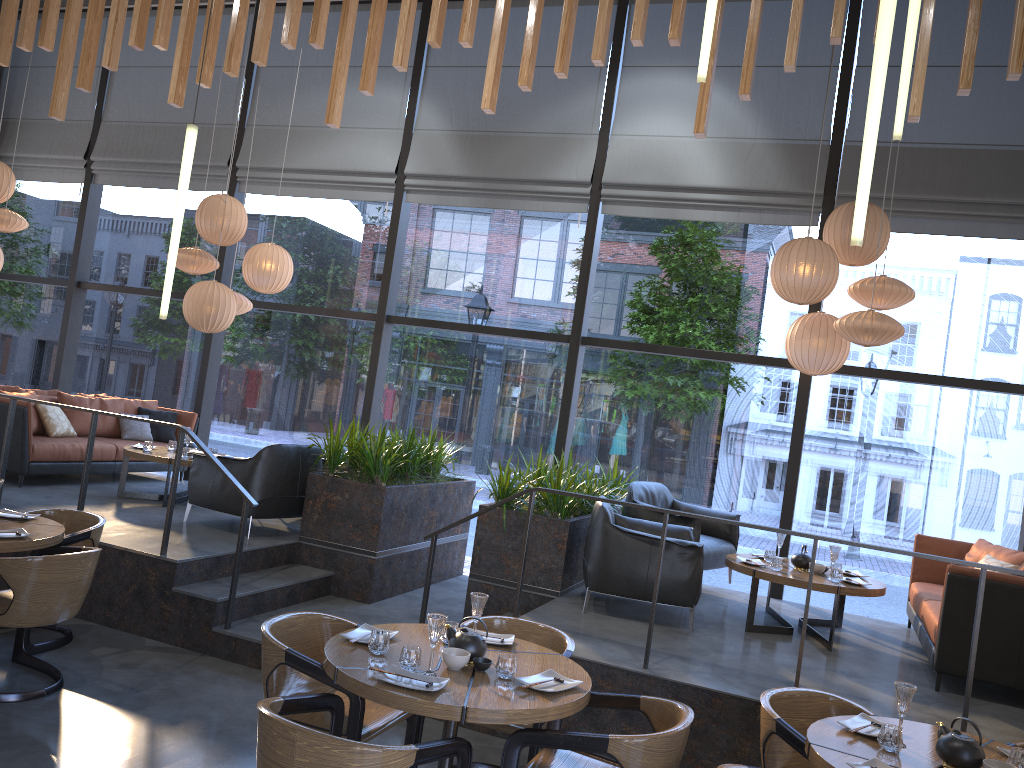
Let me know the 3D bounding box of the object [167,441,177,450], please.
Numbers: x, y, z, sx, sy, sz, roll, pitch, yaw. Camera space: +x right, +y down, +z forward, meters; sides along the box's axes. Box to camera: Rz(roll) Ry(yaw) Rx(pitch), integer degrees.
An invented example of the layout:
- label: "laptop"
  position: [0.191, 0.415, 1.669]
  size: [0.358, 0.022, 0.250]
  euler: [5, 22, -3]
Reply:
- label: "object"
  position: [-3.214, 0.583, 8.391]
  size: [0.086, 0.086, 0.086]
  euler: [9, -2, -32]

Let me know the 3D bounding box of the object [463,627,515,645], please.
- label: "object"
  position: [-0.139, 1.145, 4.015]
  size: [0.294, 0.025, 0.170]
  euler: [8, -2, 5]

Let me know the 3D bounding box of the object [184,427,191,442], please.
- label: "object"
  position: [-3.122, 0.526, 8.460]
  size: [0.082, 0.227, 0.082]
  euler: [8, -2, 2]

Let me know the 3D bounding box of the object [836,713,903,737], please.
- label: "object"
  position: [1.392, 1.349, 3.478]
  size: [0.294, 0.025, 0.170]
  euler: [10, -2, -44]

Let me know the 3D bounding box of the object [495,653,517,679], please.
- label: "object"
  position: [-0.022, 1.115, 3.503]
  size: [0.086, 0.086, 0.086]
  euler: [7, -2, 23]

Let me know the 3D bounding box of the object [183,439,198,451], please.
- label: "object"
  position: [-3.008, 0.562, 8.279]
  size: [0.163, 0.179, 0.168]
  euler: [9, -2, -14]

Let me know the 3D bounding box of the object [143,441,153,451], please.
- label: "object"
  position: [-3.282, 0.561, 7.999]
  size: [0.086, 0.086, 0.086]
  euler: [7, -2, 24]

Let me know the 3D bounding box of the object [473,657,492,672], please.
- label: "object"
  position: [-0.121, 1.125, 3.547]
  size: [0.080, 0.042, 0.080]
  euler: [9, -2, -16]

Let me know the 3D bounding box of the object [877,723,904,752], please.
- label: "object"
  position: [1.403, 1.314, 3.288]
  size: [0.086, 0.086, 0.086]
  euler: [7, -2, 43]

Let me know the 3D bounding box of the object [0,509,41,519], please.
- label: "object"
  position: [-2.983, 0.773, 5.260]
  size: [0.294, 0.025, 0.170]
  euler: [8, -2, 5]

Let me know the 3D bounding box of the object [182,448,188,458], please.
- label: "object"
  position: [-2.921, 0.609, 7.864]
  size: [0.086, 0.086, 0.086]
  euler: [7, -2, 24]

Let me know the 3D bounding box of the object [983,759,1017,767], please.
- label: "object"
  position: [1.701, 1.362, 3.089]
  size: [0.116, 0.065, 0.116]
  euler: [10, -2, -45]

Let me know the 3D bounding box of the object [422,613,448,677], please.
- label: "object"
  position: [-0.301, 1.001, 3.400]
  size: [0.082, 0.227, 0.082]
  euler: [8, -2, -10]

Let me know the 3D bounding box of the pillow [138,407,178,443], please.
- label: "pillow"
  position: [-3.778, 0.440, 9.415]
  size: [0.418, 0.345, 0.242]
  euler: [9, -2, -29]

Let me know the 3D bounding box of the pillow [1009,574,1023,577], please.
- label: "pillow"
  position: [2.841, 1.270, 5.265]
  size: [0.418, 0.345, 0.242]
  euler: [9, -2, -29]

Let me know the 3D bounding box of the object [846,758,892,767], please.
- label: "object"
  position: [1.280, 1.317, 2.942]
  size: [0.170, 0.025, 0.294]
  euler: [9, -2, -32]

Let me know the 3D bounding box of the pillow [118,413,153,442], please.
- label: "pillow"
  position: [-3.888, 0.450, 9.152]
  size: [0.203, 0.263, 0.332]
  euler: [7, -2, 40]

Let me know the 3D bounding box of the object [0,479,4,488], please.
- label: "object"
  position: [-3.001, 0.663, 5.133]
  size: [0.082, 0.227, 0.082]
  euler: [9, -2, -37]

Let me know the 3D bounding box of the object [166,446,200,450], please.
- label: "object"
  position: [-3.192, 0.622, 8.579]
  size: [0.294, 0.025, 0.170]
  euler: [9, -2, -34]

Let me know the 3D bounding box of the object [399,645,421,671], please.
- label: "object"
  position: [-0.392, 1.060, 3.425]
  size: [0.086, 0.086, 0.086]
  euler: [10, -2, -45]

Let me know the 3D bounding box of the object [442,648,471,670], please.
- label: "object"
  position: [-0.226, 1.098, 3.528]
  size: [0.116, 0.065, 0.116]
  euler: [8, -2, -1]

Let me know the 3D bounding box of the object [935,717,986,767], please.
- label: "object"
  position: [1.625, 1.297, 3.212]
  size: [0.168, 0.179, 0.163]
  euler: [7, -2, 24]

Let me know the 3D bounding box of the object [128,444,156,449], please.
- label: "object"
  position: [-3.407, 0.579, 8.142]
  size: [0.170, 0.025, 0.294]
  euler: [8, -2, 1]

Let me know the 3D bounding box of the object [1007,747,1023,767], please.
- label: "object"
  position: [1.853, 1.377, 3.227]
  size: [0.086, 0.086, 0.086]
  euler: [8, -2, 14]

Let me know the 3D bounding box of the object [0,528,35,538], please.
- label: "object"
  position: [-2.716, 0.795, 4.699]
  size: [0.170, 0.025, 0.294]
  euler: [7, -2, 40]

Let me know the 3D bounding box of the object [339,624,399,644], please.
- label: "object"
  position: [-0.614, 1.069, 3.751]
  size: [0.170, 0.025, 0.294]
  euler: [8, -2, 17]

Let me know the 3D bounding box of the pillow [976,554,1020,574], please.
- label: "pillow"
  position: [3.378, 1.383, 6.317]
  size: [0.289, 0.311, 0.393]
  euler: [8, -2, 1]

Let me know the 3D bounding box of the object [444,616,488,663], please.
- label: "object"
  position: [-0.180, 1.051, 3.673]
  size: [0.163, 0.179, 0.168]
  euler: [9, -2, -32]

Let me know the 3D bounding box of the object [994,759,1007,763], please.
- label: "object"
  position: [1.754, 1.384, 3.183]
  size: [0.080, 0.042, 0.080]
  euler: [8, -2, 3]

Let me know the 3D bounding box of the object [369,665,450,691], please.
- label: "object"
  position: [-0.394, 1.087, 3.272]
  size: [0.294, 0.025, 0.170]
  euler: [8, -2, 17]

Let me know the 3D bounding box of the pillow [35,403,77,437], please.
- label: "pillow"
  position: [-4.316, 0.338, 8.362]
  size: [0.289, 0.311, 0.393]
  euler: [8, -2, 1]

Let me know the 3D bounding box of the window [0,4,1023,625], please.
- label: "window"
  position: [-3.423, -1.557, 3.142]
  size: [12.739, 5.897, 12.900]
  euler: [8, -2, 20]

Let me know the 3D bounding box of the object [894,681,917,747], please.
- label: "object"
  position: [1.482, 1.256, 3.370]
  size: [0.082, 0.227, 0.082]
  euler: [8, -2, -8]

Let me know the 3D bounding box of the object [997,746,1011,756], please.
- label: "object"
  position: [1.985, 1.429, 3.313]
  size: [0.170, 0.025, 0.294]
  euler: [8, -2, -9]

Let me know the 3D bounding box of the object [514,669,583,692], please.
- label: "object"
  position: [0.128, 1.167, 3.455]
  size: [0.170, 0.025, 0.294]
  euler: [7, -2, 40]
